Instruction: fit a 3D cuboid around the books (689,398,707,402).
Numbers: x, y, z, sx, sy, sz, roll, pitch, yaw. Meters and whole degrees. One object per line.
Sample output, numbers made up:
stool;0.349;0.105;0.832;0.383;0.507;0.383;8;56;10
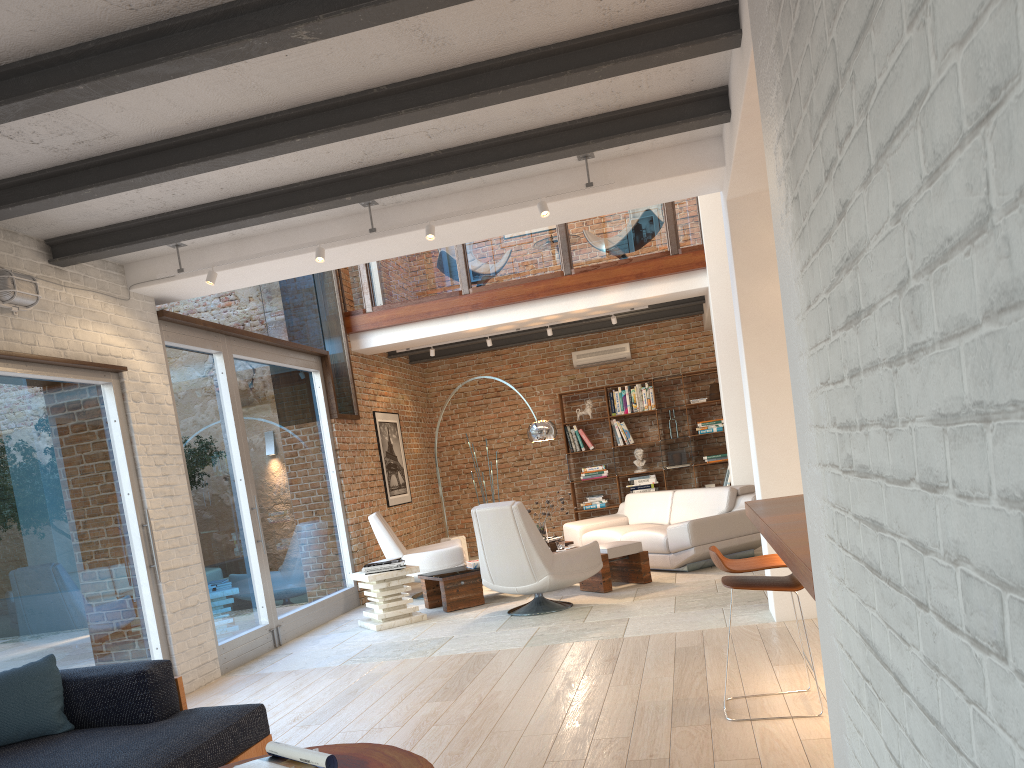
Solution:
books;2.555;0.221;11.992;0.237;0.019;0.170;-9;-5;5

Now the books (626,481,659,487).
books;1.845;1.414;12.311;0.447;0.021;0.271;-9;-5;12

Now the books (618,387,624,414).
books;1.541;0.241;12.241;0.037;0.385;0.241;-7;2;11

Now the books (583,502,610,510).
books;1.212;1.745;12.480;0.329;0.056;0.252;-10;-5;21

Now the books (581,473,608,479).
books;1.174;1.312;12.433;0.381;0.036;0.243;-9;-5;7

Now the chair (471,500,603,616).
chair;0.127;1.475;7.498;1.038;1.021;0.958;-8;0;28

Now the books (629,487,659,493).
books;1.869;1.511;12.317;0.379;0.065;0.244;-8;-5;-2

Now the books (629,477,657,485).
books;1.851;1.371;12.323;0.381;0.065;0.243;-9;-5;6

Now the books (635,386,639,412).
books;1.754;0.220;12.201;0.021;0.361;0.269;-7;2;11

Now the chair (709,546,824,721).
chair;1.145;1.113;4.012;0.425;0.779;0.399;-8;3;11

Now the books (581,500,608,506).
books;1.187;1.703;12.488;0.382;0.036;0.243;-9;-5;12

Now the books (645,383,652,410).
books;1.908;0.181;12.167;0.037;0.385;0.241;-7;2;11

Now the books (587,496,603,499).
books;1.188;1.623;12.499;0.237;0.019;0.170;-9;-5;5

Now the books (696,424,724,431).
books;2.736;0.602;12.055;0.382;0.036;0.243;-9;-5;12

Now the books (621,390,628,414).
books;1.594;0.262;12.248;0.056;0.331;0.252;-7;1;11

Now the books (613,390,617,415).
books;1.463;0.269;12.273;0.021;0.361;0.269;-7;2;11

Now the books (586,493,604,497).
books;1.189;1.595;12.475;0.253;0.017;0.161;-9;-5;12

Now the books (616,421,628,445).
books;1.562;0.693;12.295;0.125;0.350;0.269;-7;1;11

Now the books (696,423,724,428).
books;2.746;0.572;12.039;0.380;0.018;0.244;-9;-5;4

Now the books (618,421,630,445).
books;1.585;0.690;12.299;0.125;0.350;0.269;-7;1;11

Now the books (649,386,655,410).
books;1.962;0.202;12.175;0.056;0.331;0.252;-7;1;11

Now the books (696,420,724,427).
books;2.742;0.544;12.028;0.380;0.036;0.244;-9;-5;5

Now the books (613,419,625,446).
books;1.506;0.685;12.295;0.104;0.385;0.241;-7;2;11

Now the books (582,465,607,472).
books;1.178;1.206;12.430;0.328;0.056;0.253;-9;-5;14

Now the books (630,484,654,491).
books;1.832;1.454;12.306;0.327;0.056;0.254;-9;-5;6

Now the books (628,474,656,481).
books;1.838;1.320;12.315;0.382;0.036;0.243;-9;-5;12

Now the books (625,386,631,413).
books;1.632;0.226;12.216;0.037;0.385;0.241;-7;2;11

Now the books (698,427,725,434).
books;2.761;0.645;12.047;0.329;0.056;0.252;-10;-5;21

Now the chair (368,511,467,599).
chair;-1.010;1.832;9.541;0.981;1.003;1.025;-8;0;-4

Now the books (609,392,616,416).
books;1.427;0.289;12.284;0.056;0.331;0.252;-7;1;11

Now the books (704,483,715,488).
books;2.757;1.416;12.159;0.133;0.034;0.205;-9;-5;6

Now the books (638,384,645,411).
books;1.816;0.196;12.187;0.037;0.385;0.241;-7;2;11

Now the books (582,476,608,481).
books;1.188;1.339;12.440;0.357;0.021;0.271;-9;-5;11

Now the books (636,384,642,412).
books;1.783;0.203;12.207;0.037;0.385;0.241;-7;2;11

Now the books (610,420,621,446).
books;1.474;0.692;12.326;0.102;0.386;0.241;-7;2;11

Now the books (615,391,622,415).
books;1.499;0.276;12.250;0.056;0.331;0.252;-7;1;11

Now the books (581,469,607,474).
books;1.176;1.246;12.438;0.357;0.021;0.271;-9;-5;10

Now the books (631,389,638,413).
books;1.716;0.239;12.196;0.056;0.331;0.252;-7;1;11

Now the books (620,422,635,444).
books;1.630;0.691;12.276;0.159;0.331;0.252;-8;1;11

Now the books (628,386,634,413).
books;1.670;0.220;12.218;0.037;0.385;0.241;-7;2;11

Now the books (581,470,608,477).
books;1.178;1.273;12.420;0.380;0.036;0.244;-9;-5;5

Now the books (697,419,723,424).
books;2.739;0.517;12.046;0.357;0.021;0.271;-9;-5;10

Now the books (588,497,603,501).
books;1.196;1.648;12.494;0.207;0.034;0.132;-9;-5;12

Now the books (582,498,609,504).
books;1.196;1.673;12.473;0.380;0.018;0.244;-9;-5;4

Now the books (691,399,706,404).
books;2.563;0.246;11.986;0.207;0.034;0.132;-9;-5;12

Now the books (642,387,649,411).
books;1.864;0.216;12.174;0.056;0.331;0.252;-7;1;11

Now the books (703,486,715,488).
books;2.747;1.443;12.160;0.163;0.017;0.251;-9;-5;11
